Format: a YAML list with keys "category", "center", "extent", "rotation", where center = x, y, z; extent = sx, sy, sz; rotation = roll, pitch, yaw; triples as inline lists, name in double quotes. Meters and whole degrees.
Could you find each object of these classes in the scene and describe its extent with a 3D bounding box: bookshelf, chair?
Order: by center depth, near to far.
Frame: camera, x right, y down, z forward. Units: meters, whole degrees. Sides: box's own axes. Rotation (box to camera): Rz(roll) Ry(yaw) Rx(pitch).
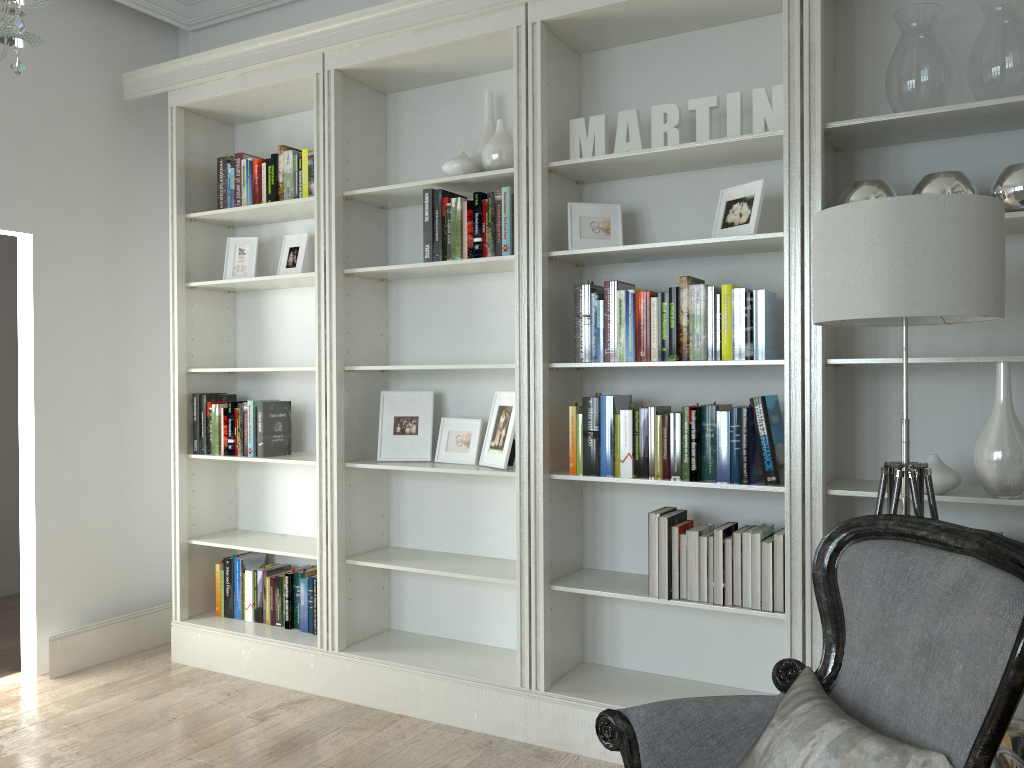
- category: "chair"
  center: [0.604, 0.808, 1.756]
  extent: [0.763, 1.024, 0.778]
  rotation: [0, 0, -5]
- category: "bookshelf"
  center: [1.424, -0.133, 2.683]
  extent: [0.972, 2.523, 0.399]
  rotation: [0, 0, 30]
- category: "bookshelf"
  center: [0.581, -0.131, 3.168]
  extent: [0.972, 2.523, 0.399]
  rotation: [0, 0, 30]
- category: "bookshelf"
  center: [-0.262, -0.129, 3.653]
  extent: [0.972, 2.523, 0.399]
  rotation: [0, 0, 30]
- category: "bookshelf"
  center: [-1.104, -0.127, 4.138]
  extent: [0.972, 2.523, 0.399]
  rotation: [0, 0, 30]

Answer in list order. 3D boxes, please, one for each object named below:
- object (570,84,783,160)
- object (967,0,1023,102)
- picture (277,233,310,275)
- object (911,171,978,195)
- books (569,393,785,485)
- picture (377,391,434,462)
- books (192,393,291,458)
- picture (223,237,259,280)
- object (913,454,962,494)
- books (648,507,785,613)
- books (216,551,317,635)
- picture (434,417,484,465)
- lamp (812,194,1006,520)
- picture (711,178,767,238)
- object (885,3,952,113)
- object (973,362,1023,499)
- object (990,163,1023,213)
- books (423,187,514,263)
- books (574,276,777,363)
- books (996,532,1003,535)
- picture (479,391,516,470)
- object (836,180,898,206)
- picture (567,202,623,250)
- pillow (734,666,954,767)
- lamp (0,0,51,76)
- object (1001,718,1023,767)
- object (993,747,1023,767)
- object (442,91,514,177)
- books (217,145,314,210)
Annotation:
- category: "object"
  center: [0.567, -0.903, 3.146]
  extent: [0.790, 0.180, 0.034]
  rotation: [0, 0, 30]
- category: "object"
  center: [1.490, -0.996, 2.691]
  extent: [0.193, 0.362, 0.193]
  rotation: [0, 0, 13]
- category: "picture"
  center: [-1.028, -0.597, 4.189]
  extent: [0.153, 0.228, 0.094]
  rotation: [0, 0, 30]
- category: "object"
  center: [1.297, -0.557, 2.666]
  extent: [0.185, 0.140, 0.185]
  rotation: [-1, 0, -40]
- category: "books"
  center: [0.587, 0.181, 3.138]
  extent: [0.762, 0.302, 0.207]
  rotation: [0, 0, 31]
- category: "picture"
  center: [-0.453, 0.179, 3.815]
  extent: [0.231, 0.300, 0.127]
  rotation: [0, 0, 5]
- category: "books"
  center: [-1.282, 0.190, 4.224]
  extent: [0.465, 0.291, 0.205]
  rotation: [0, 0, 30]
- category: "picture"
  center: [-1.301, -0.596, 4.270]
  extent: [0.153, 0.228, 0.094]
  rotation: [0, 0, 5]
- category: "object"
  center: [1.264, 0.270, 2.659]
  extent: [0.152, 0.116, 0.154]
  rotation: [0, 0, 27]
- category: "books"
  center: [0.713, 0.593, 3.036]
  extent: [0.465, 0.291, 0.205]
  rotation: [0, 0, 30]
- category: "books"
  center: [-1.055, 0.969, 4.178]
  extent: [0.762, 0.302, 0.207]
  rotation: [0, 0, 31]
- category: "picture"
  center: [-0.206, 0.237, 3.722]
  extent: [0.206, 0.192, 0.124]
  rotation: [0, 0, 30]
- category: "lamp"
  center: [0.965, 0.449, 2.172]
  extent: [0.429, 1.739, 0.429]
  rotation: [-1, 0, -27]
- category: "picture"
  center: [0.786, -0.580, 2.996]
  extent: [0.124, 0.188, 0.202]
  rotation: [-1, 0, -30]
- category: "object"
  center: [1.286, -0.995, 2.809]
  extent: [0.193, 0.362, 0.193]
  rotation: [0, 0, 13]
- category: "object"
  center: [1.427, 0.130, 2.575]
  extent: [0.155, 0.397, 0.155]
  rotation: [0, 0, 15]
- category: "object"
  center: [1.484, -0.558, 2.559]
  extent: [0.185, 0.140, 0.185]
  rotation: [-1, 0, -40]
- category: "books"
  center: [-0.103, -0.630, 3.497]
  extent: [0.465, 0.291, 0.205]
  rotation: [0, 0, 30]
- category: "books"
  center: [0.570, -0.230, 3.148]
  extent: [0.691, 0.301, 0.201]
  rotation: [0, 0, 31]
- category: "books"
  center: [1.581, 0.591, 2.554]
  extent: [0.465, 0.291, 0.205]
  rotation: [0, 0, 30]
- category: "picture"
  center: [-0.031, 0.178, 3.521]
  extent: [0.124, 0.300, 0.202]
  rotation: [-1, 0, -30]
- category: "object"
  center: [1.111, -0.557, 2.774]
  extent: [0.185, 0.140, 0.185]
  rotation: [-1, 0, -40]
- category: "picture"
  center: [0.306, -0.580, 3.314]
  extent: [0.206, 0.192, 0.124]
  rotation: [0, 0, -5]
- category: "pillow"
  center: [0.627, 0.781, 1.788]
  extent: [0.210, 0.263, 0.547]
  rotation: [0, 0, -9]
- category: "lamp"
  center: [-1.251, -1.811, 1.751]
  extent: [0.648, 2.542, 0.577]
  rotation: [0, 0, 0]
- category: "object"
  center: [1.312, 1.083, 2.239]
  extent: [0.165, 0.456, 0.148]
  rotation: [0, 0, 6]
- category: "object"
  center: [0.580, 1.118, 0.993]
  extent: [0.395, 0.432, 3.296]
  rotation: [0, 0, 35]
- category: "object"
  center: [-0.096, -1.007, 3.579]
  extent: [0.319, 0.397, 0.316]
  rotation: [0, 0, 19]
- category: "books"
  center: [-1.084, -0.959, 4.193]
  extent: [0.691, 0.301, 0.201]
  rotation: [0, 0, 31]
